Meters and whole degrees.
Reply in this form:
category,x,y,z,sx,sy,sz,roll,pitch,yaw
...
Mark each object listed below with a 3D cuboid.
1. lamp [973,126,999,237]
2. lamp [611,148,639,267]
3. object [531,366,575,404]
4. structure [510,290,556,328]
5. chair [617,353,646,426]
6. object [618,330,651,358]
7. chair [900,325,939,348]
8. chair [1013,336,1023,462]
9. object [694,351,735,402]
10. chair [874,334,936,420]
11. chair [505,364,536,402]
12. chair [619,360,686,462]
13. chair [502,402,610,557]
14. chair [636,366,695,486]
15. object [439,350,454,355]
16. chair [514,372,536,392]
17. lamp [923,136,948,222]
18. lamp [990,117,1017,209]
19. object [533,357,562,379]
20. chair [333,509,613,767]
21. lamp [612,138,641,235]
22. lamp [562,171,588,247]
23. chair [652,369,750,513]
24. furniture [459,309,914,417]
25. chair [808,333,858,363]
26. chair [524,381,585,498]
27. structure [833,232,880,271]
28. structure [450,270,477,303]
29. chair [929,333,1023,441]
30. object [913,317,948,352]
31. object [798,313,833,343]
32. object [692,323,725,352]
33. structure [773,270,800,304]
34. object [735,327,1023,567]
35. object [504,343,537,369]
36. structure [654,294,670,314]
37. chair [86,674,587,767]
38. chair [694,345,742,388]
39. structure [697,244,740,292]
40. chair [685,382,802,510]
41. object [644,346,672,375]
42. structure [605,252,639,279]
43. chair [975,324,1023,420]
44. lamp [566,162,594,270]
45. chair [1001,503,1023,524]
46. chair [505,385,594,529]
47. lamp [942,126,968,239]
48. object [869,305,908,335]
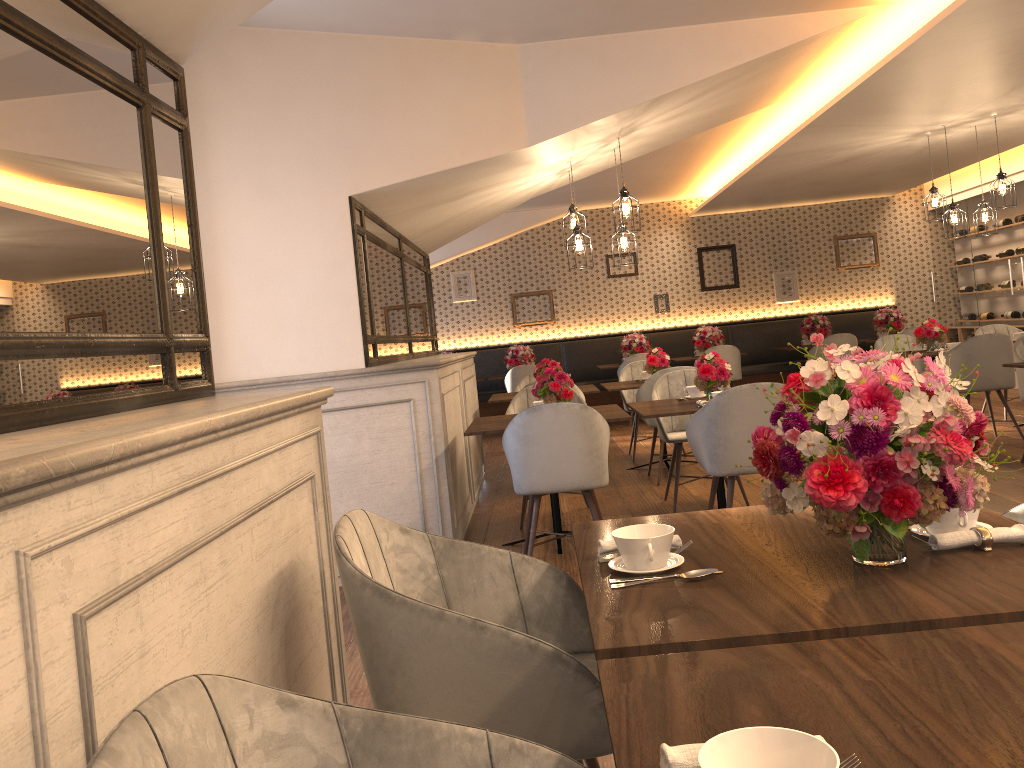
category,x,y,z,sx,sy,sz,roll,pitch,yaw
lamp,4.052,-2.333,7.753,0.175,2.071,0.175,-6,0,3
lamp,0.707,-1.873,6.290,0.175,2.071,0.175,-6,0,3
object,0.228,0.041,5.105,0.235,0.301,0.304,-6,1,-23
structure,0.298,-1.066,12.544,0.601,0.486,0.032,-6,0,2
chair,1.615,0.048,10.912,0.565,0.873,0.526,-6,0,2
object,1.618,-0.486,11.593,0.421,0.425,0.404,-7,2,-45
chair,4.932,-0.281,10.823,0.565,0.873,0.526,-6,0,2
chair,3.669,0.096,5.857,0.565,0.873,0.526,-6,0,2
object,1.162,-0.052,5.092,0.234,0.301,0.306,-5,1,21
chair,3.736,-0.035,8.334,0.565,0.873,0.526,-6,0,2
chair,0.207,0.187,10.950,0.565,0.873,0.526,-6,0,2
chair,1.271,0.224,8.099,0.565,0.873,0.526,-6,0,2
chair,0.249,0.510,4.474,0.565,0.873,0.526,-6,0,2
chair,1.266,0.292,6.771,0.565,0.873,0.526,-6,0,2
object,-0.841,-0.238,11.575,0.404,0.425,0.421,-5,2,44
chair,0.317,0.319,8.125,0.565,0.873,0.526,-6,0,2
lamp,3.715,-2.504,7.965,0.175,2.071,0.175,-6,0,3
lamp,4.024,-2.508,7.426,0.175,2.071,0.175,-6,0,3
object,0.292,-0.082,7.426,0.235,0.301,0.304,-6,1,-23
chair,-0.043,0.674,1.789,0.526,0.873,0.565,-6,1,2
lamp,0.679,-2.048,5.963,0.175,2.071,0.175,-6,0,3
lamp,0.370,-2.045,6.502,0.175,2.071,0.175,-6,0,3
chair,1.208,0.348,5.777,0.565,0.873,0.526,-6,0,2
furniture,1.904,-0.152,12.214,7.086,1.082,0.541,-6,0,2
chair,3.978,-0.186,10.849,0.565,0.873,0.526,-6,0,2
chair,0.312,0.386,6.797,0.565,0.873,0.526,-6,0,2
structure,4.838,-1.858,12.423,0.601,0.486,0.032,-6,0,2
structure,-0.688,-1.388,12.573,0.340,0.440,0.034,-6,0,2
chair,3.685,0.037,7.007,0.565,0.873,0.526,-6,0,2
object,3.658,-0.435,7.720,0.306,0.301,0.234,-6,1,-21
object,3.929,-0.712,11.444,0.404,0.425,0.421,-5,2,44
object,2.542,-0.574,11.468,0.419,0.425,0.406,-6,1,4
structure,3.858,-1.364,12.448,0.340,0.440,0.034,-6,0,2
object,0.657,0.111,1.632,0.420,0.425,0.405,-6,1,-10
object,0.102,-0.331,11.544,0.420,0.425,0.405,-6,1,-10
structure,2.118,-1.134,12.502,0.216,0.277,0.018,-6,0,1
chair,-0.069,0.724,0.850,0.526,0.873,0.565,-6,1,2
chair,2.569,-0.047,10.887,0.565,0.873,0.526,-6,0,2
structure,2.907,-1.635,12.483,0.544,0.632,0.035,-6,0,2
chair,1.203,0.415,4.448,0.565,0.873,0.526,-6,0,2
object,1.226,-0.175,7.413,0.234,0.301,0.306,-5,1,21
structure,1.556,-1.679,12.522,0.449,0.345,0.015,-6,0,2
chair,4.691,-0.130,8.309,0.565,0.873,0.526,-6,0,2
lamp,0.380,-1.834,6.172,0.175,2.071,0.175,-6,0,3
chair,1.278,0.543,1.771,0.526,0.873,0.565,-6,1,2
chair,0.254,0.442,5.802,0.565,0.873,0.526,-6,0,2
lamp,3.725,-2.294,7.635,0.175,2.071,0.175,-6,0,3
object,4.864,-0.805,11.430,0.421,0.425,0.404,-7,2,-45
